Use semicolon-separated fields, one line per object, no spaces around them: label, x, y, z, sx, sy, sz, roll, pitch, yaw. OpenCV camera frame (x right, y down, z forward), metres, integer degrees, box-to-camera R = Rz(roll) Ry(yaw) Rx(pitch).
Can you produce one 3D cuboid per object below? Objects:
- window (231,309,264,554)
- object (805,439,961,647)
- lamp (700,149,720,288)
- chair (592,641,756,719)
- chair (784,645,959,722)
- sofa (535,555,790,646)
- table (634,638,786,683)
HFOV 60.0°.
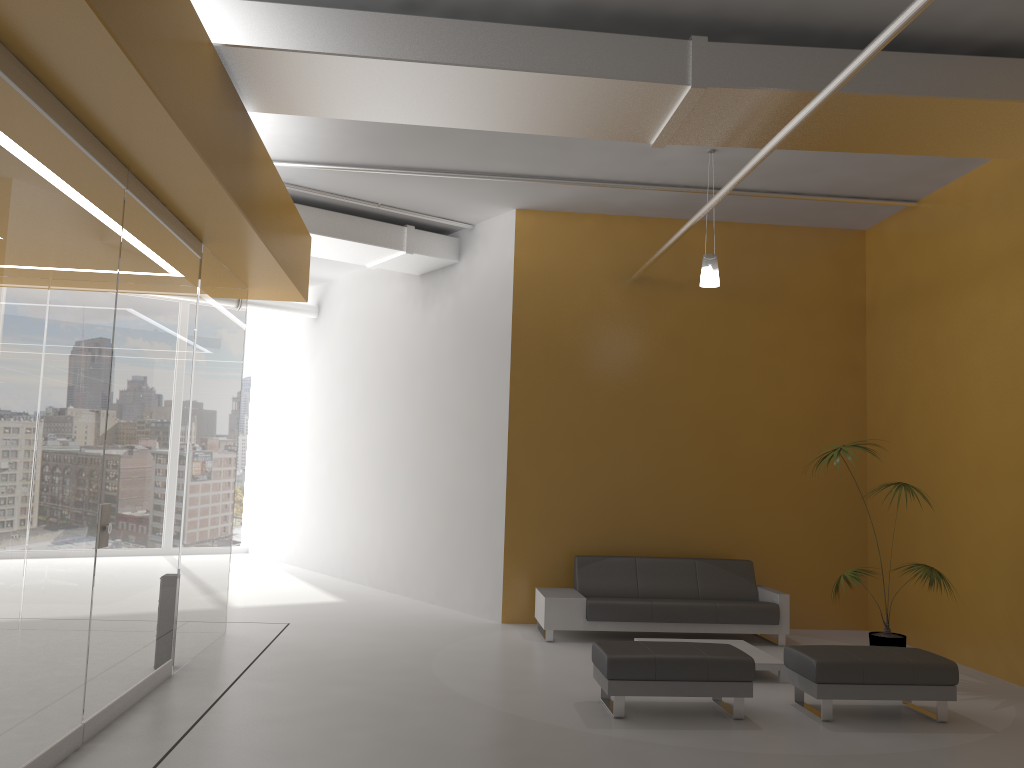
window;-7.009;0.565;14.577;8.533;4.498;0.100;6;-7;-35
object;2.985;1.439;7.258;1.222;1.956;0.912;-2;-7;35
lamp;1.755;-1.470;7.840;0.174;1.227;0.174;-2;-7;36
chair;1.092;2.028;6.113;1.012;0.423;0.575;2;-6;-5
chair;2.495;2.086;6.213;1.012;0.423;0.575;2;-6;-5
sofa;1.471;2.154;8.891;2.400;0.761;0.860;2;-6;-5
table;1.637;2.325;7.492;1.000;0.150;1.000;2;-6;-5
